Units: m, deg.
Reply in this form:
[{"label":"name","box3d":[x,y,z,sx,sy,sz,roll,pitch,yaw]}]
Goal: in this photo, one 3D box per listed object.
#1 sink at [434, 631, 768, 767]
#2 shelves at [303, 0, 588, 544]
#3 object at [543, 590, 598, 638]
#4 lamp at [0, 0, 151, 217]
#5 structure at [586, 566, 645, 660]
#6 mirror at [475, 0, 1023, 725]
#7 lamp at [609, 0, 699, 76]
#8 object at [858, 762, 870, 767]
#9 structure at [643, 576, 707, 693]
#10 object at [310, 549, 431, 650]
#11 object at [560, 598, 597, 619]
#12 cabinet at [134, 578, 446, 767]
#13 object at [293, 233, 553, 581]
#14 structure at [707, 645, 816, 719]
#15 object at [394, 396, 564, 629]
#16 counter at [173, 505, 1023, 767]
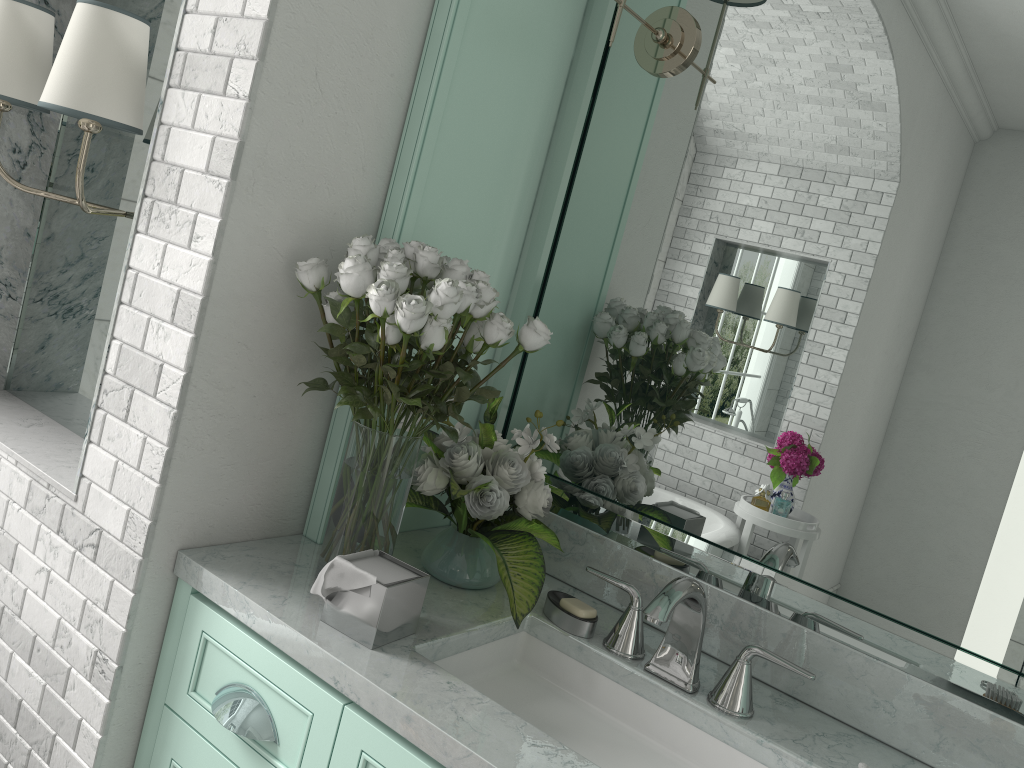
[{"label":"sink","box3d":[0.153,0.593,1.433,0.606,0.079,0.346,20,9,34]},{"label":"shelves","box3d":[1.072,-0.298,1.130,2.826,2.116,0.464,19,7,34]},{"label":"object","box3d":[0.114,0.450,1.736,0.079,0.035,0.134,9,9,-37]},{"label":"lamp","box3d":[-0.895,-0.558,1.819,0.551,0.382,0.308,19,8,34]},{"label":"structure","box3d":[0.193,0.433,1.683,0.158,0.121,0.083,17,6,18]},{"label":"mirror","box3d":[0.697,-0.510,1.645,1.445,1.926,0.015,19,7,34]},{"label":"lamp","box3d":[0.289,-0.900,1.782,0.184,0.486,0.308,18,7,33]},{"label":"object","box3d":[0.607,0.649,1.203,0.318,0.055,0.239,19,9,30]},{"label":"structure","box3d":[0.288,0.435,1.532,0.103,0.204,0.234,17,7,23]},{"label":"object","box3d":[-0.243,0.350,1.476,0.137,0.112,0.146,19,8,29]},{"label":"object","box3d":[0.129,0.434,1.718,0.051,0.022,0.077,10,9,-35]},{"label":"cabinet","box3d":[0.573,1.278,1.174,2.815,1.094,0.861,20,8,34]},{"label":"object","box3d":[-0.222,0.064,1.621,0.390,0.651,0.358,9,8,-44]},{"label":"structure","box3d":[0.432,0.517,1.536,0.158,0.121,0.083,17,6,18]},{"label":"object","box3d":[-0.055,0.212,1.808,0.455,0.401,0.393,20,8,35]},{"label":"counter","box3d":[0.746,0.670,1.134,2.824,0.180,0.822,20,9,34]}]
